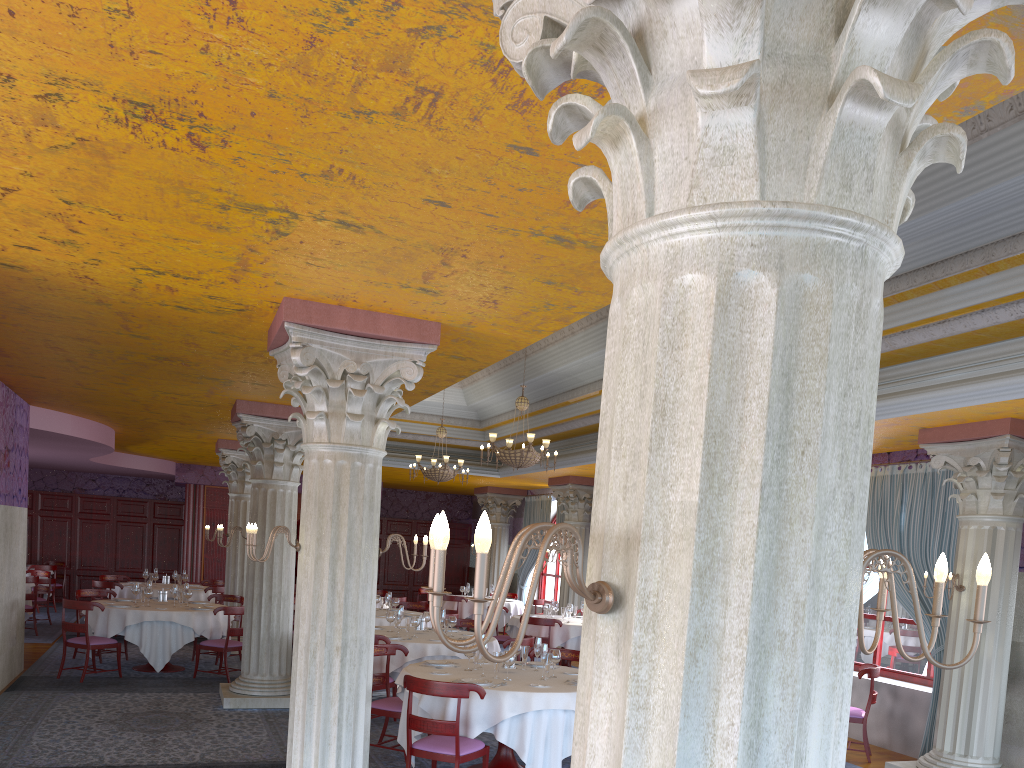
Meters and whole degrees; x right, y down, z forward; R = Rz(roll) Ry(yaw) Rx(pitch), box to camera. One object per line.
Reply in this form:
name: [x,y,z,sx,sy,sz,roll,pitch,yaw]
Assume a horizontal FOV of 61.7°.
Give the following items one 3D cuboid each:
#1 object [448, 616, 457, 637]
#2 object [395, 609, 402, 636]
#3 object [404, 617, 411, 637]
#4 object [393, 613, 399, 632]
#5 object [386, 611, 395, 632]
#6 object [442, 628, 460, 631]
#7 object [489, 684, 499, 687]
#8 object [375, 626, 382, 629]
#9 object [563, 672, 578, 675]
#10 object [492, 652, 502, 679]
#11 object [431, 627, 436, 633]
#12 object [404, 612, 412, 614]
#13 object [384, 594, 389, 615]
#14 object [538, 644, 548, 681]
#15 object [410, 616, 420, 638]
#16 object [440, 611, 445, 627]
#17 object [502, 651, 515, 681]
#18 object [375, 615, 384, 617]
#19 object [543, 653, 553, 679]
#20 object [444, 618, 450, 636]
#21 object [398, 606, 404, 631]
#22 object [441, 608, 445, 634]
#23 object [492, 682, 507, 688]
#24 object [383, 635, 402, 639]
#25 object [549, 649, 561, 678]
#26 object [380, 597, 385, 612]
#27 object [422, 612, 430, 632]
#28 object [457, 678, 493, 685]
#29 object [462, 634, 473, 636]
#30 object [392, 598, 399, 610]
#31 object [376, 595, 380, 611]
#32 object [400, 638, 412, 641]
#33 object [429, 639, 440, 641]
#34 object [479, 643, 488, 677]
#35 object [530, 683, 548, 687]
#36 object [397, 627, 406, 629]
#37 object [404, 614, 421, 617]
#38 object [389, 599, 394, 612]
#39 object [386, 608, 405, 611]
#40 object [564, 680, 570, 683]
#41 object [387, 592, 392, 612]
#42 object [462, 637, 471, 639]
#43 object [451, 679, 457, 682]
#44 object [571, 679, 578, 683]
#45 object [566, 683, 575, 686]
object: [-0.772,3.108,10.979,0.122,0.267,0.121,4,2,-7]
object: [-1.418,2.978,10.713,0.073,0.339,0.073,5,4,15]
object: [-1.300,3.027,10.674,0.086,0.240,0.085,4,2,4]
object: [-1.505,3.103,11.137,0.086,0.240,0.084,3,3,-19]
object: [-1.567,3.066,11.037,0.122,0.267,0.121,4,2,-7]
object: [-0.873,3.364,11.720,0.315,0.024,0.315,8,-12,-21]
object: [-0.149,2.569,7.300,0.022,0.003,0.258,-1,-12,23]
object: [-1.879,3.218,11.317,0.315,0.024,0.315,8,-12,-21]
object: [0.573,2.813,8.326,0.160,0.009,0.160,8,-12,-21]
object: [-0.136,2.530,7.697,0.086,0.240,0.084,3,3,-19]
object: [-1.040,3.174,11.345,0.085,0.240,0.085,5,3,26]
object: [-1.700,3.784,14.141,0.158,0.009,0.161,0,-11,19]
object: [-1.985,3.497,13.594,0.073,0.339,0.073,5,4,15]
object: [0.288,2.526,7.779,0.074,0.339,0.072,2,4,-30]
object: [-1.200,3.008,10.611,0.123,0.267,0.120,3,2,-30]
object: [-0.876,3.023,10.756,0.073,0.339,0.073,5,4,15]
object: [-0.036,2.511,7.634,0.122,0.267,0.121,4,2,-7]
object: [-2.040,3.588,13.249,0.158,0.009,0.161,0,-11,19]
object: [0.329,2.601,7.904,0.086,0.240,0.085,4,2,4]
object: [-0.835,3.098,10.881,0.086,0.240,0.084,2,3,-41]
object: [-1.458,3.080,11.254,0.073,0.339,0.073,5,4,15]
object: [-0.916,3.125,11.297,0.073,0.339,0.073,5,4,15]
object: [-0.112,2.560,7.286,0.054,0.020,0.261,-1,-12,28]
object: [-1.481,3.051,10.314,0.315,0.024,0.315,8,-12,-21]
object: [0.392,2.611,8.002,0.123,0.267,0.120,3,2,-30]
object: [-2.150,3.648,14.183,0.086,0.240,0.084,3,3,-19]
object: [-1.138,3.166,11.405,0.122,0.267,0.121,4,2,-7]
object: [-0.317,2.554,7.337,0.313,0.024,0.317,4,-11,-1]
object: [-0.590,3.310,11.303,0.161,0.009,0.158,13,-14,-40]
object: [-1.881,3.582,13.817,0.121,0.267,0.123,5,2,38]
object: [-2.248,3.640,14.243,0.122,0.267,0.121,4,2,-7]
object: [-1.276,3.057,10.263,0.054,0.020,0.261,-1,-12,28]
object: [-0.931,3.114,10.411,0.158,0.009,0.161,4,-11,-1]
object: [-0.254,2.481,7.736,0.074,0.339,0.072,2,4,-30]
object: [0.233,2.617,7.434,0.160,0.009,0.160,8,-12,-21]
object: [-1.481,3.315,11.639,0.158,0.009,0.161,4,-11,-1]
object: [-1.585,3.670,13.555,0.315,0.024,0.315,8,-12,-21]
object: [-1.944,3.572,13.719,0.086,0.240,0.085,4,2,4]
object: [-1.983,3.838,14.558,0.312,0.024,0.318,2,-11,9]
object: [0.493,2.702,7.788,0.029,0.011,0.141,-1,-12,26]
object: [-2.025,3.598,14.135,0.073,0.339,0.074,7,4,38]
object: [-0.475,3.196,10.717,0.315,0.024,0.315,8,-12,-21]
object: [-0.476,2.567,7.430,0.027,0.013,0.236,0,-11,24]
object: [0.688,2.699,7.740,0.313,0.024,0.317,4,-11,-1]
object: [0.595,2.668,7.581,0.231,0.013,0.028,-1,-9,23]
